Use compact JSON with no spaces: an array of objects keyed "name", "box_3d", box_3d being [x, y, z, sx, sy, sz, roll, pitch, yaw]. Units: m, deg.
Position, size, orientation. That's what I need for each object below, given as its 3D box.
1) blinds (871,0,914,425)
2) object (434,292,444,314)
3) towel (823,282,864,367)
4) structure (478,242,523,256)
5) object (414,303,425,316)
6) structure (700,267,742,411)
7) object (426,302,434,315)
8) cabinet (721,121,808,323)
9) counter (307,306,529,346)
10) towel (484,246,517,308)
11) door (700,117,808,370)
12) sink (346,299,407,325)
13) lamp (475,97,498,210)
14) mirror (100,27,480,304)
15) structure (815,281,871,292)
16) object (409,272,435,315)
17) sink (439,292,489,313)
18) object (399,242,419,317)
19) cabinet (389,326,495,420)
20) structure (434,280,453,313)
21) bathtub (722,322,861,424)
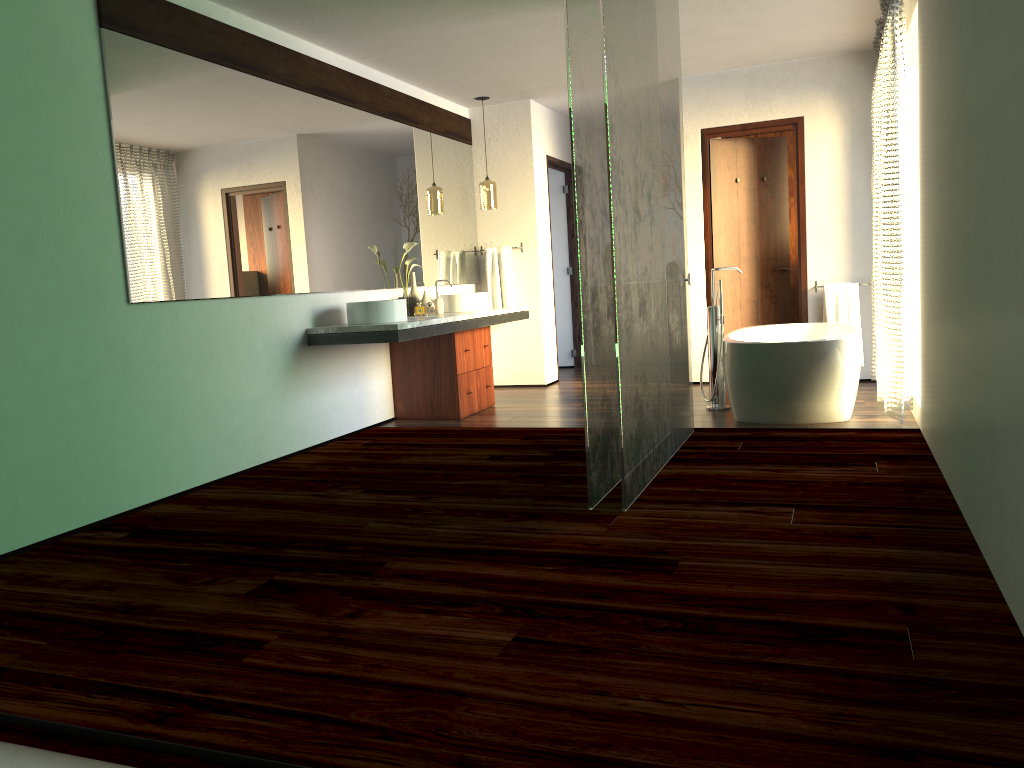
[{"name":"blinds","box_3d":[2.280,-1.059,5.346,0.184,2.336,2.090,-1,7,20]},{"name":"object","box_3d":[-0.514,-0.568,6.205,0.071,0.158,0.070,-3,6,4]},{"name":"towel","box_3d":[2.397,-0.417,6.435,0.262,0.637,0.153,-3,6,5]},{"name":"structure","box_3d":[-0.101,-1.126,7.392,0.376,0.088,0.100,-1,7,22]},{"name":"object","box_3d":[-0.634,-0.510,6.056,0.065,0.092,0.039,-6,7,-18]},{"name":"structure","box_3d":[1.297,-0.290,5.654,0.240,0.897,0.282,-7,7,-29]},{"name":"object","box_3d":[-0.563,-0.518,6.073,0.040,0.090,0.056,0,7,31]},{"name":"cabinet","box_3d":[2.681,-1.373,7.902,1.509,2.363,0.352,-1,7,22]},{"name":"counter","box_3d":[-0.523,-0.416,6.019,0.597,0.101,2.221,-1,7,20]},{"name":"towel","box_3d":[-0.095,-0.822,7.365,0.264,0.636,0.157,2,8,39]},{"name":"door","box_3d":[1.906,-0.998,6.893,0.743,1.946,0.456,-1,7,22]},{"name":"sink","box_3d":[-0.807,-0.432,5.290,0.364,0.130,0.351,-1,7,24]},{"name":"lamp","box_3d":[-0.209,-1.833,7.065,0.136,0.867,0.141,-6,7,-26]},{"name":"mirror","box_3d":[-0.995,-1.173,5.619,0.017,1.152,4.011,-1,7,20]},{"name":"structure","box_3d":[2.438,-0.717,6.409,0.461,0.088,0.100,-1,7,22]},{"name":"object","box_3d":[-0.645,-0.630,6.187,0.117,0.305,0.246,-9,8,-42]},{"name":"sink","box_3d":[-0.353,-0.601,6.527,0.357,0.130,0.357,-4,6,-1]},{"name":"object","box_3d":[-0.707,-0.719,6.117,0.188,0.504,0.243,-3,6,-1]},{"name":"cabinet","box_3d":[-0.471,-0.097,6.255,0.521,0.599,0.648,-1,7,21]},{"name":"structure","box_3d":[-0.521,-0.650,6.558,0.168,0.242,0.065,0,7,25]},{"name":"bathtub","box_3d":[1.717,-0.079,5.416,0.778,0.485,1.593,-1,7,20]}]
